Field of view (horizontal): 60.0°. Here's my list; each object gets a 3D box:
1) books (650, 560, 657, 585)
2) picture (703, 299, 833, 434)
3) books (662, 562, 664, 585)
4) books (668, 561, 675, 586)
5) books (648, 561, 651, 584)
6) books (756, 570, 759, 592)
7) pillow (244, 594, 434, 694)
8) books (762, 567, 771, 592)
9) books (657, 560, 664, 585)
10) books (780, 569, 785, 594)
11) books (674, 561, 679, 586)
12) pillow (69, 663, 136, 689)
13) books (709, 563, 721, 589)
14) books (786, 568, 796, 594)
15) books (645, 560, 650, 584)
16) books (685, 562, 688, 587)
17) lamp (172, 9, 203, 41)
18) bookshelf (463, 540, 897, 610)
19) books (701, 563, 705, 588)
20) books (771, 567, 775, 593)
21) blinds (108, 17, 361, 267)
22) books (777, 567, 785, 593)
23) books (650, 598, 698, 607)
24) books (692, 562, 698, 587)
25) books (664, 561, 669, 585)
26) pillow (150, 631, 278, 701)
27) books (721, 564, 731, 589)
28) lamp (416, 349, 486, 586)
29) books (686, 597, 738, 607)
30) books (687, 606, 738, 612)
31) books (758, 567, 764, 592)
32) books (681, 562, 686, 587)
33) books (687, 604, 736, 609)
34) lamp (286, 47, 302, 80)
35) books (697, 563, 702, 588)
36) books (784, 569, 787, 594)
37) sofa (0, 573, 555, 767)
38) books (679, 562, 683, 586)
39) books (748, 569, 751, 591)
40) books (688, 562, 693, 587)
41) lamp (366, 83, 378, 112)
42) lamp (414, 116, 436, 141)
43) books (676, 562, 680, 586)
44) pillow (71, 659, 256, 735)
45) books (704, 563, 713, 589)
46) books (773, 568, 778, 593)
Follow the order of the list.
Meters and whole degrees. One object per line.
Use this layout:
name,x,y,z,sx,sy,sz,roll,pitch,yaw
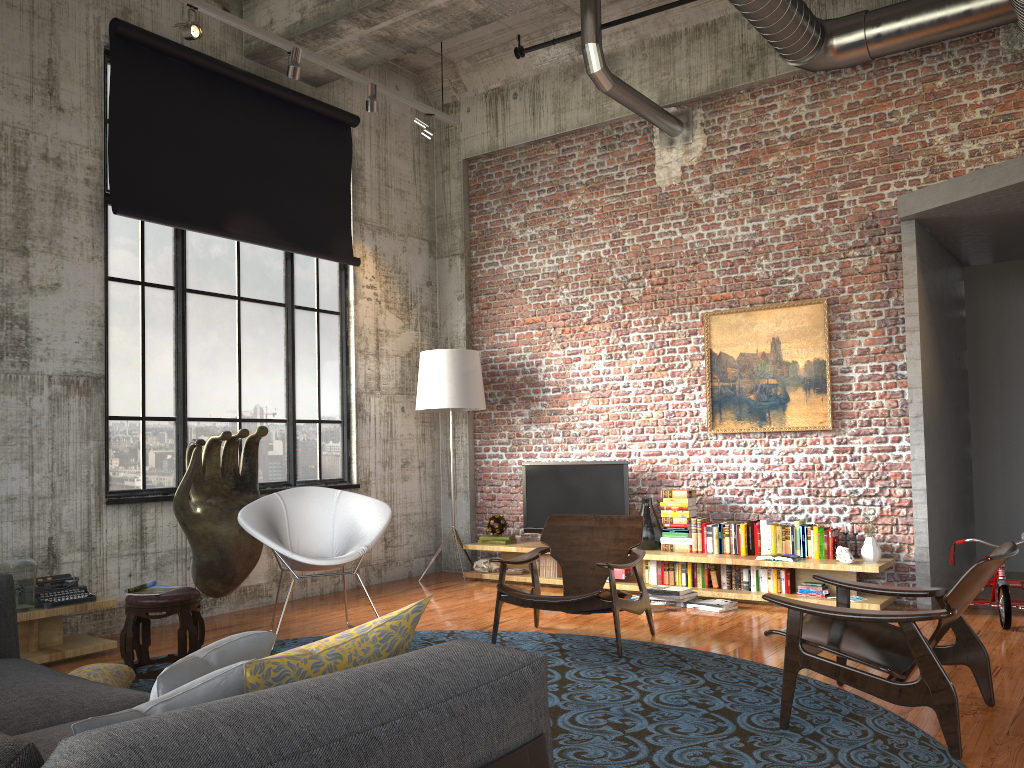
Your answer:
books,1.263,1.606,7.689,0.057,0.246,0.171,-3,-4,35
picture,2.143,-0.129,7.495,1.065,1.063,0.040,-4,-3,35
books,1.334,1.627,7.633,0.024,0.193,0.140,-3,-4,35
books,1.394,1.612,7.589,0.049,0.213,0.148,-3,-4,35
books,1.225,1.635,7.704,0.023,0.193,0.140,-3,-4,35
books,2.006,1.587,7.171,0.020,0.168,0.122,-3,-4,35
pillow,-0.420,0.710,1.969,0.260,0.445,0.537,-4,-4,42
books,2.057,1.574,7.132,0.043,0.185,0.129,-3,-4,35
books,1.304,1.600,7.655,0.046,0.251,0.153,-3,-3,35
books,2.177,1.568,7.056,0.034,0.181,0.132,-3,-4,35
books,1.424,1.608,7.569,0.022,0.217,0.139,-3,-3,35
pillow,-2.147,1.557,4.509,0.481,0.247,0.504,-1,-4,1
books,1.702,1.570,7.372,0.088,0.255,0.153,-3,-3,35
books,2.211,1.559,7.021,0.026,0.191,0.138,-3,-4,35
books,1.204,1.624,7.715,0.022,0.217,0.139,-3,-3,35
books,1.519,1.601,7.520,0.030,0.219,0.159,-3,-4,35
lamp,-2.166,-2.410,5.960,0.261,0.211,0.102,-3,-3,30
bookshelf,1.254,1.639,7.756,3.848,0.358,0.548,-4,-5,35
books,1.634,1.591,7.420,0.030,0.219,0.159,-3,-4,35
books,2.109,1.568,7.097,0.026,0.191,0.138,-3,-4,35
blinds,-2.202,-1.900,7.471,0.150,1.461,2.445,-3,-4,35
books,2.150,1.565,7.068,0.026,0.191,0.138,-3,-4,35
books,1.309,1.745,7.129,0.320,0.040,0.237,-5,-5,37
books,1.576,1.594,7.478,0.052,0.225,0.156,-3,-4,35
books,1.356,1.617,7.612,0.039,0.208,0.151,-3,-4,35
pillow,-0.647,0.692,1.863,0.171,0.314,0.365,-3,-4,25
books,1.781,1.582,7.340,0.049,0.214,0.149,-3,-4,35
lamp,-0.583,0.807,8.680,0.694,2.240,0.708,0,-3,-32
books,1.558,1.700,6.902,0.311,0.014,0.250,-5,-6,41
books,1.555,1.732,6.891,0.232,0.017,0.313,2,-6,-40
books,2.035,1.580,7.168,0.034,0.181,0.132,-3,-4,35
books,1.487,1.612,7.528,0.032,0.200,0.146,-3,-4,35
books,1.551,1.715,6.896,0.307,0.017,0.232,-4,-5,33
lamp,-1.629,-2.376,6.627,0.102,0.251,0.165,0,-3,-30
books,1.602,1.598,7.435,0.039,0.208,0.151,-3,-4,35
books,2.194,1.562,7.036,0.019,0.189,0.121,-3,-3,35
sofa,-1.424,1.045,2.287,3.007,0.860,1.363,-4,-5,37
books,1.459,1.617,7.538,0.023,0.193,0.140,-3,-4,35
books,1.956,1.591,7.206,0.020,0.168,0.122,-3,-4,35
books,1.532,1.598,7.487,0.030,0.219,0.159,-3,-4,35
lamp,-1.154,-2.336,7.303,0.102,0.251,0.165,-1,-3,-10
lamp,-0.763,-2.291,7.942,0.226,0.215,0.102,0,-3,-14
books,1.439,1.618,7.550,0.024,0.193,0.140,-3,-4,35
pillow,-0.647,0.697,1.663,0.168,0.318,0.435,-3,-4,35
books,1.652,1.589,7.395,0.030,0.219,0.159,-3,-4,35
books,2.127,1.566,7.080,0.026,0.191,0.138,-3,-4,35
